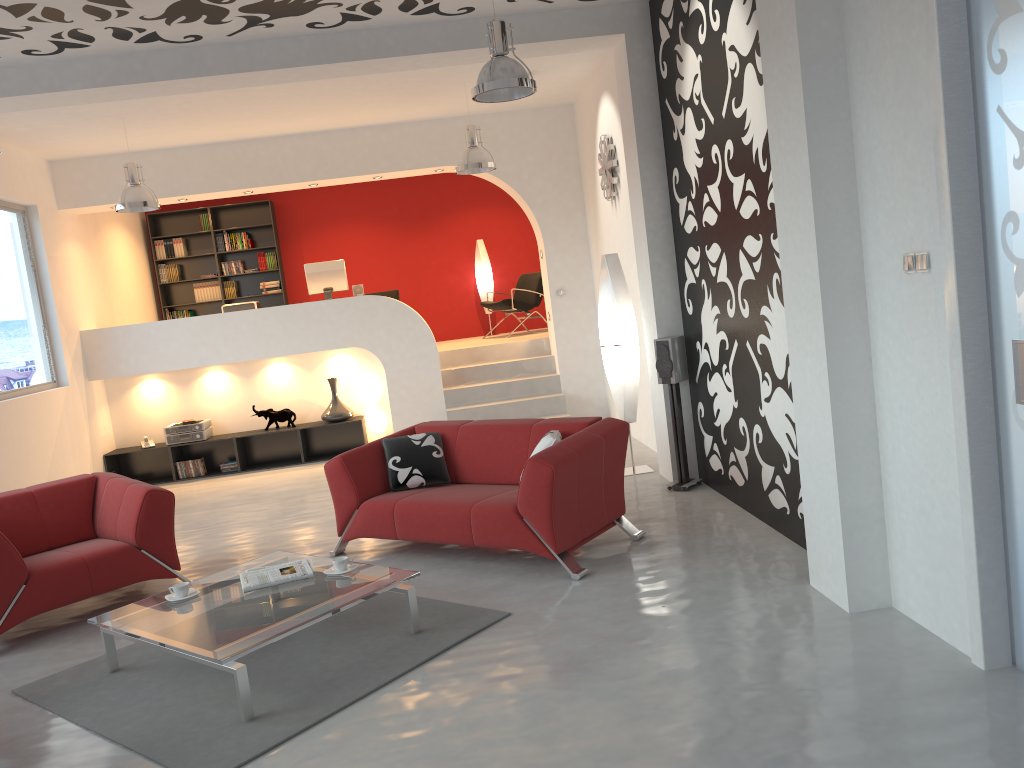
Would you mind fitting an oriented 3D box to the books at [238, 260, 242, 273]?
[{"bbox_3d":[-3.732,-1.610,12.229,0.031,0.190,0.135,-8,6,-5],"label":"books"}]

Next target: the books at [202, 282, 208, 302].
[{"bbox_3d":[-4.199,-1.263,12.196,0.040,0.260,0.200,-8,6,-5],"label":"books"}]

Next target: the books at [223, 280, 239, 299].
[{"bbox_3d":[-3.874,-1.298,12.235,0.146,0.240,0.170,-8,6,-5],"label":"books"}]

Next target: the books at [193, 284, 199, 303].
[{"bbox_3d":[-4.319,-1.247,12.186,0.040,0.260,0.200,-8,6,-5],"label":"books"}]

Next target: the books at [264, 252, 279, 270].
[{"bbox_3d":[-3.316,-1.690,12.253,0.146,0.240,0.170,-8,6,-5],"label":"books"}]

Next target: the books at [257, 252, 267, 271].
[{"bbox_3d":[-3.436,-1.682,12.243,0.090,0.256,0.181,-8,6,-5],"label":"books"}]

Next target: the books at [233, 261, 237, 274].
[{"bbox_3d":[-3.806,-1.600,12.223,0.031,0.190,0.135,-8,6,-5],"label":"books"}]

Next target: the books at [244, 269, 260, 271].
[{"bbox_3d":[-3.588,-1.572,12.246,0.190,0.015,0.135,-7,6,0],"label":"books"}]

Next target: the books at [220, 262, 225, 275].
[{"bbox_3d":[-3.969,-1.578,12.209,0.031,0.190,0.135,-8,6,-5],"label":"books"}]

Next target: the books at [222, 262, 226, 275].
[{"bbox_3d":[-3.954,-1.580,12.210,0.031,0.190,0.135,-8,6,-5],"label":"books"}]

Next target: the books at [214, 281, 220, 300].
[{"bbox_3d":[-4.039,-1.284,12.209,0.040,0.260,0.200,-8,6,-5],"label":"books"}]

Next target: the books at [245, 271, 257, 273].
[{"bbox_3d":[-3.580,-1.543,12.250,0.190,0.015,0.135,-8,6,-10],"label":"books"}]

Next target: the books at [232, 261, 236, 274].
[{"bbox_3d":[-3.821,-1.598,12.221,0.031,0.190,0.135,-8,6,-5],"label":"books"}]

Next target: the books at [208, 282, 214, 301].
[{"bbox_3d":[-4.120,-1.274,12.202,0.040,0.260,0.200,-8,6,-5],"label":"books"}]

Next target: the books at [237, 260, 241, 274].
[{"bbox_3d":[-3.747,-1.608,12.227,0.031,0.190,0.135,-8,6,-5],"label":"books"}]

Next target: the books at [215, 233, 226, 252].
[{"bbox_3d":[-3.982,-1.926,12.168,0.090,0.256,0.181,-8,6,-5],"label":"books"}]

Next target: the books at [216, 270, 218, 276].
[{"bbox_3d":[-4.044,-1.566,12.203,0.063,0.187,0.135,-8,6,-5],"label":"books"}]

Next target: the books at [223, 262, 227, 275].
[{"bbox_3d":[-3.939,-1.582,12.211,0.031,0.190,0.135,-8,6,-5],"label":"books"}]

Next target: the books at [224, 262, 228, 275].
[{"bbox_3d":[-3.924,-1.584,12.213,0.031,0.190,0.135,-8,6,-5],"label":"books"}]

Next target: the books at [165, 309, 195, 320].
[{"bbox_3d":[-4.546,-0.910,12.184,0.341,0.286,0.231,-8,6,-5],"label":"books"}]

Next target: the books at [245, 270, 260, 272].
[{"bbox_3d":[-3.576,-1.558,12.248,0.190,0.015,0.135,-8,6,-5],"label":"books"}]

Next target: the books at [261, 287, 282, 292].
[{"bbox_3d":[-3.323,-1.309,12.260,0.260,0.040,0.200,-8,6,-5],"label":"books"}]

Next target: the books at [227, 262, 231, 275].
[{"bbox_3d":[-3.880,-1.590,12.216,0.031,0.190,0.135,-8,6,-5],"label":"books"}]

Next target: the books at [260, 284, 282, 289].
[{"bbox_3d":[-3.332,-1.348,12.254,0.260,0.040,0.200,-8,6,-5],"label":"books"}]

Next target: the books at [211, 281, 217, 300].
[{"bbox_3d":[-4.079,-1.279,12.206,0.040,0.260,0.200,-8,6,-5],"label":"books"}]

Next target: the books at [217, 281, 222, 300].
[{"bbox_3d":[-3.999,-1.290,12.213,0.040,0.260,0.200,-8,6,-5],"label":"books"}]

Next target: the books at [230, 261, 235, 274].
[{"bbox_3d":[-3.836,-1.596,12.220,0.031,0.190,0.135,-8,6,-5],"label":"books"}]

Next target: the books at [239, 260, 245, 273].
[{"bbox_3d":[-3.717,-1.612,12.230,0.031,0.190,0.135,-8,6,-5],"label":"books"}]

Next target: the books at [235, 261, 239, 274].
[{"bbox_3d":[-3.776,-1.604,12.225,0.031,0.190,0.135,-8,6,-5],"label":"books"}]

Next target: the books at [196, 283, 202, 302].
[{"bbox_3d":[-4.279,-1.252,12.189,0.040,0.260,0.200,-8,6,-5],"label":"books"}]

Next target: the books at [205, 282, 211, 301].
[{"bbox_3d":[-4.159,-1.268,12.199,0.040,0.260,0.200,-8,6,-5],"label":"books"}]

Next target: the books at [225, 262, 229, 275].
[{"bbox_3d":[-3.910,-1.586,12.214,0.031,0.190,0.135,-8,6,-5],"label":"books"}]

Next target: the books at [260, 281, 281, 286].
[{"bbox_3d":[-3.327,-1.388,12.243,0.260,0.040,0.200,-8,6,-5],"label":"books"}]

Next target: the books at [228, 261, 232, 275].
[{"bbox_3d":[-3.865,-1.592,12.218,0.031,0.190,0.135,-8,6,-5],"label":"books"}]

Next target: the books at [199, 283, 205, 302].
[{"bbox_3d":[-4.239,-1.257,12.192,0.040,0.260,0.200,-8,6,-5],"label":"books"}]

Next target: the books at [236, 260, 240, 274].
[{"bbox_3d":[-3.761,-1.606,12.226,0.031,0.190,0.135,-8,6,-5],"label":"books"}]

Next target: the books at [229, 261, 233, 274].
[{"bbox_3d":[-3.850,-1.594,12.219,0.031,0.190,0.135,-8,6,-5],"label":"books"}]

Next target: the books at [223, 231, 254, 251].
[{"bbox_3d":[-3.748,-1.971,12.163,0.341,0.286,0.231,-8,6,-5],"label":"books"}]

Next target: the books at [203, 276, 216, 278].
[{"bbox_3d":[-4.164,-1.464,12.201,0.190,0.015,0.135,-8,6,-5],"label":"books"}]

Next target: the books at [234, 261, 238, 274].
[{"bbox_3d":[-3.791,-1.602,12.224,0.031,0.190,0.135,-8,6,-5],"label":"books"}]

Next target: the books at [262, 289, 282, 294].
[{"bbox_3d":[-3.300,-1.273,12.269,0.260,0.040,0.200,-8,6,-3],"label":"books"}]

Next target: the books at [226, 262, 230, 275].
[{"bbox_3d":[-3.895,-1.588,12.215,0.031,0.190,0.135,-8,6,-5],"label":"books"}]
